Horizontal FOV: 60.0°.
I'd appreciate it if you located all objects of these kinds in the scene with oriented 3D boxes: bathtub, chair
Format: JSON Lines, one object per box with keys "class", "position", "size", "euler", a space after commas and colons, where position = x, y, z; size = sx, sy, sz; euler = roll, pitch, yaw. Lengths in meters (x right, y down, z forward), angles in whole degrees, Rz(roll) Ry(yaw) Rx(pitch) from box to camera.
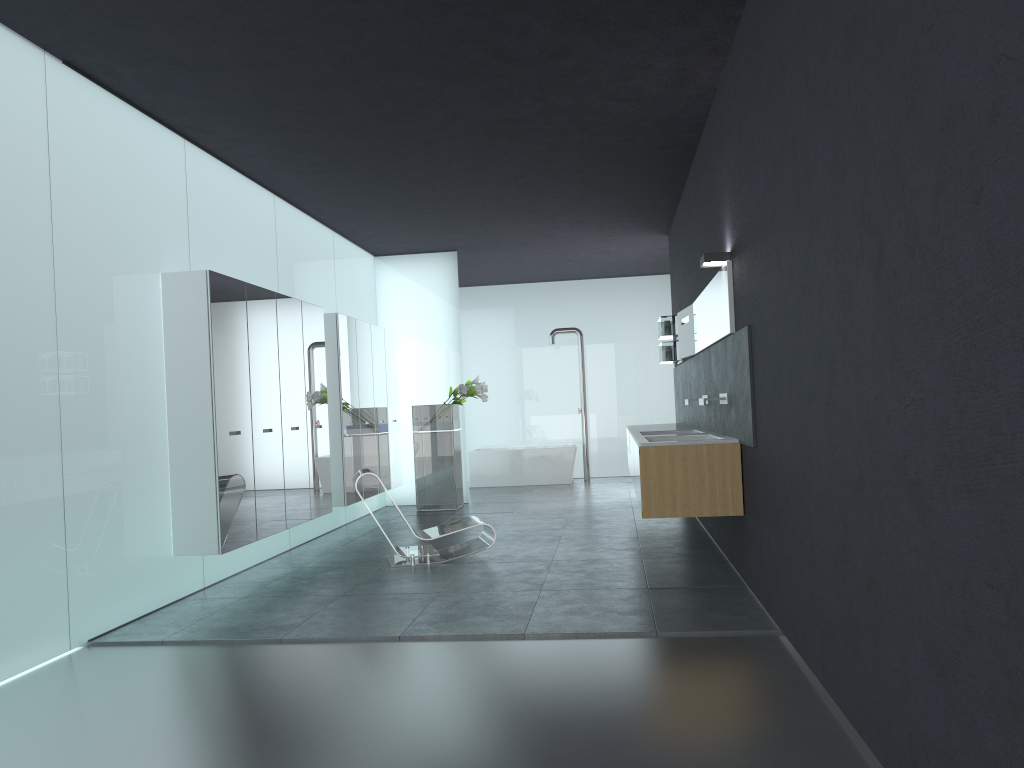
{"class": "bathtub", "position": [0.240, 1.401, 16.262], "size": [1.978, 0.858, 0.960], "euler": [-3, -1, 6]}
{"class": "chair", "position": [-0.840, 1.220, 8.380], "size": [1.261, 0.871, 0.629], "euler": [-2, -1, -12]}

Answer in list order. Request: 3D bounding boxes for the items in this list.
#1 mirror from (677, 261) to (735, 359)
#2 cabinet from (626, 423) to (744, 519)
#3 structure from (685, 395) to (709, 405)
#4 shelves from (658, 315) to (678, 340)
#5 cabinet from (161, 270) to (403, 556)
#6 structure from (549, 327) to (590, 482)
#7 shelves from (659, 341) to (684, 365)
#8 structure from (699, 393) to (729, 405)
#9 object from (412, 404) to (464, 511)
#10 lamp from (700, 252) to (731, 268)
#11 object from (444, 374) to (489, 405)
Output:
{"class": "mirror", "position": [1.810, -0.599, 8.375], "size": [0.109, 0.532, 3.723], "euler": [-3, -2, 5]}
{"class": "cabinet", "position": [1.623, 0.761, 9.277], "size": [0.734, 0.556, 5.584], "euler": [-3, -2, 6]}
{"class": "structure", "position": [1.787, 0.157, 8.597], "size": [0.186, 0.088, 0.482], "euler": [-3, -2, 6]}
{"class": "shelves", "position": [2.070, -0.736, 11.647], "size": [0.265, 0.285, 0.770], "euler": [-3, -1, 6]}
{"class": "cabinet", "position": [-2.162, 0.295, 9.883], "size": [0.398, 2.215, 6.005], "euler": [-3, -1, 6]}
{"class": "structure", "position": [1.048, 0.408, 16.170], "size": [0.643, 2.871, 0.123], "euler": [-3, 0, 6]}
{"class": "shelves", "position": [2.085, -0.408, 11.646], "size": [0.265, 0.285, 0.770], "euler": [-3, -1, 6]}
{"class": "structure", "position": [1.628, 0.125, 7.187], "size": [0.186, 0.088, 0.482], "euler": [-3, -2, 6]}
{"class": "object", "position": [-1.061, 1.043, 12.748], "size": [0.585, 1.491, 0.575], "euler": [-3, -1, 6]}
{"class": "lamp", "position": [1.540, -0.940, 6.721], "size": [0.198, 0.066, 0.277], "euler": [-3, -2, 6]}
{"class": "object", "position": [-0.839, 0.258, 12.572], "size": [1.024, 0.779, 0.974], "euler": [-3, -1, -1]}
